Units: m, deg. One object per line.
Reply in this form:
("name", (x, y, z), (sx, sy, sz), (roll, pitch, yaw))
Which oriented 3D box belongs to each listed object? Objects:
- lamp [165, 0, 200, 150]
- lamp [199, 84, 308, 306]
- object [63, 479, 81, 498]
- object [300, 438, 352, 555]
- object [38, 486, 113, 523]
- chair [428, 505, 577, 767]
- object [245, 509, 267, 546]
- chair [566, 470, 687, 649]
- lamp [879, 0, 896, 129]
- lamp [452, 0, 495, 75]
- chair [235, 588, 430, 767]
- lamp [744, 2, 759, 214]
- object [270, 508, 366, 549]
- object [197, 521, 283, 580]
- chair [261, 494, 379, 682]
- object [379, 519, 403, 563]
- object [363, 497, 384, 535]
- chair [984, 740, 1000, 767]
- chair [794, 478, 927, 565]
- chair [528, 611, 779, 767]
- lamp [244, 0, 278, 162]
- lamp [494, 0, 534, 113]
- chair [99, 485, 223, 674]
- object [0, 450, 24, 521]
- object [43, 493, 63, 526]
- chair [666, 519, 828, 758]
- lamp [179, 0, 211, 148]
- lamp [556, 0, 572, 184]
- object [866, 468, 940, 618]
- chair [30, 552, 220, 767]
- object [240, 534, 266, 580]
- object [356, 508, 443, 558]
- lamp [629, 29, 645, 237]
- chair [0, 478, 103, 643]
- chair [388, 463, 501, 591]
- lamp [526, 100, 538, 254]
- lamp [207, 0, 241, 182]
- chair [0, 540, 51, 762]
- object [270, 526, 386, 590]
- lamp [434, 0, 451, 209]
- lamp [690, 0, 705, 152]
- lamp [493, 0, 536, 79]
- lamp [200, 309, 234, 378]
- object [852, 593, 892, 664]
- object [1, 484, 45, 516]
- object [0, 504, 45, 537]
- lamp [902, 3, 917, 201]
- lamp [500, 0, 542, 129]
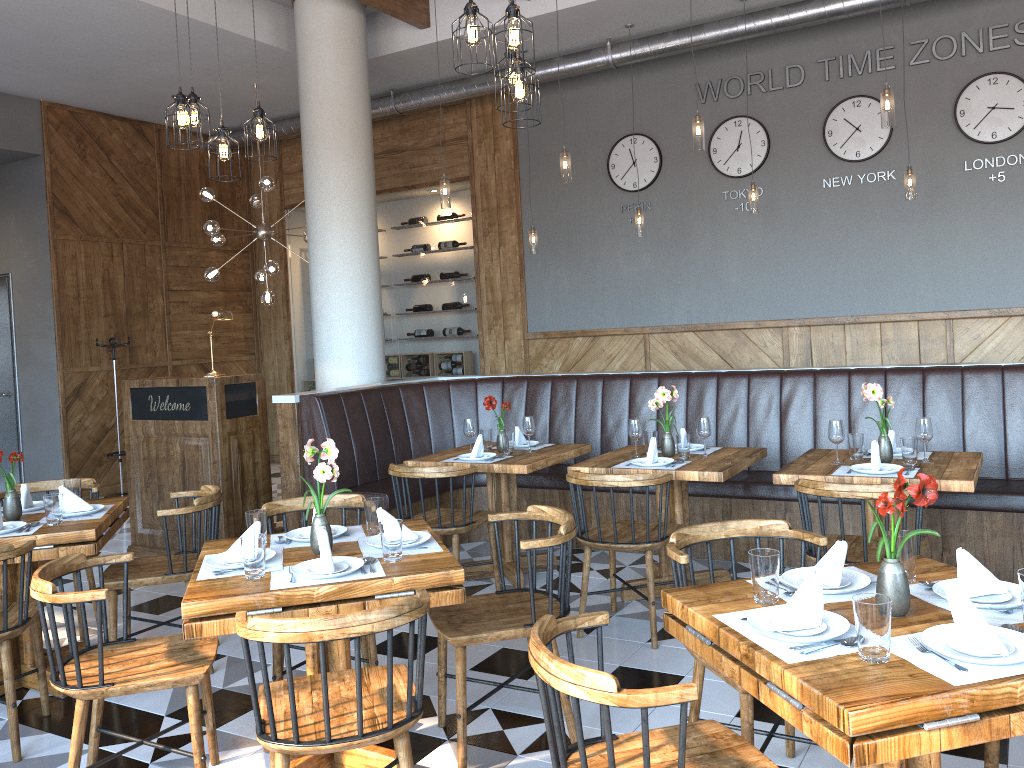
("lamp", (-1.897, -2.360, 4.949), (0.175, 2.069, 0.175), (-4, 1, -27))
("lamp", (-2.475, -1.868, 8.764), (1.187, 2.190, 1.162), (-3, 2, -8))
("object", (-2.147, 0.535, 4.336), (0.080, 0.132, 0.080), (-4, 2, -35))
("object", (-0.660, 0.394, 3.126), (0.206, 0.400, 0.146), (-2, 2, 42))
("object", (-2.038, 0.539, 4.139), (0.272, 0.137, 0.352), (-4, 3, -14))
("chair", (-0.021, 0.907, 3.278), (0.550, 0.816, 0.520), (-4, 2, -15))
("object", (-0.938, 0.535, 3.262), (0.080, 0.132, 0.080), (-5, 2, -44))
("chair", (0.572, 0.809, 4.375), (0.519, 0.816, 0.551), (-2, 2, 30))
("lamp", (2.183, -2.503, 5.245), (0.078, 1.962, 0.078), (-4, 1, -41))
("lamp", (-0.224, -2.447, 3.965), (0.175, 2.069, 0.175), (-3, 1, 14))
("chair", (-0.482, 0.979, 2.492), (0.520, 0.816, 0.550), (-4, 2, -15))
("lamp", (1.901, -2.355, 7.125), (0.078, 1.962, 0.078), (-4, 1, -25))
("object", (-0.742, 0.515, 3.374), (0.352, 0.137, 0.272), (-4, 3, -14))
("object", (-0.931, 0.545, 3.046), (0.272, 0.137, 0.352), (-4, 3, -14))
("chair", (-0.807, 0.921, 3.740), (0.520, 0.816, 0.550), (-4, 2, -15))
("object", (-0.402, 0.525, 2.960), (0.080, 0.132, 0.080), (-5, 2, -44))
("object", (-0.525, 0.506, 3.383), (0.080, 0.132, 0.080), (-5, 2, -44))
("chair", (1.581, 0.877, 2.337), (0.550, 0.816, 0.520), (-4, 2, -15))
("chair", (1.522, 0.791, 3.817), (0.519, 0.816, 0.551), (-2, 2, 30))
("chair", (0.335, 0.964, 2.013), (0.550, 0.816, 0.520), (-4, 2, -15))
("lamp", (-1.520, -2.350, 5.170), (0.175, 2.069, 0.175), (-2, 1, 41))
("lamp", (-0.042, -2.377, 4.301), (0.175, 2.069, 0.175), (-3, 1, -20))
("chair", (-1.651, 0.937, 4.236), (0.550, 0.816, 0.520), (-4, 2, -15))
("object", (-2.337, 0.450, 4.064), (0.171, 0.355, 0.156), (-3, 1, -12))
("object", (-2.024, 0.554, 3.913), (0.080, 0.132, 0.080), (-5, 2, -44))
("chair", (0.796, 0.892, 2.799), (0.520, 0.816, 0.550), (-4, 2, -15))
("lamp", (-1.903, -2.429, 5.157), (0.175, 2.069, 0.175), (-3, 1, -16))
("lamp", (0.337, -2.419, 6.332), (0.078, 1.962, 0.078), (-3, 1, 16))
("object", (0.966, 0.387, 2.168), (0.171, 0.355, 0.156), (-3, 1, -4))
("chair", (-1.267, 0.993, 2.954), (0.550, 0.816, 0.520), (-4, 2, -15))
("object", (-0.827, 0.555, 2.842), (0.080, 0.132, 0.080), (-5, 2, -44))
("object", (-0.414, 0.509, 3.188), (0.272, 0.137, 0.352), (-4, 3, -14))
("lamp", (1.054, -2.255, 7.627), (0.078, 1.962, 0.078), (-3, 1, 16))
("chair", (-2.460, 0.952, 4.700), (0.520, 0.816, 0.550), (-4, 2, -15))
("chair", (-0.378, 0.826, 4.933), (0.519, 0.816, 0.551), (-2, 2, 30))
("lamp", (0.152, -2.180, 8.160), (0.078, 1.962, 0.078), (-4, 1, -28))
("lamp", (-1.692, -2.202, 5.042), (0.175, 2.069, 0.175), (-3, 1, -16))
("chair", (-2.111, 1.009, 3.450), (0.520, 0.816, 0.550), (-4, 2, -15))
("object", (-0.602, 0.539, 2.860), (0.352, 0.137, 0.272), (-4, 3, -14))
("lamp", (-0.565, -2.344, 6.865), (0.078, 1.962, 0.078), (-4, 1, -28))
("lamp", (1.184, -2.519, 5.830), (0.078, 1.962, 0.078), (-4, 1, -25))
("lamp", (-0.038, -2.395, 3.866), (0.175, 2.069, 0.175), (-3, 1, 3))
("lamp", (-2.101, -0.163, 6.343), (0.170, 0.756, 0.446), (-3, 2, 6))
("object", (0.775, 0.525, 1.901), (0.080, 0.132, 0.080), (-2, 2, 35))
("object", (-2.367, 0.545, 4.325), (0.352, 0.137, 0.272), (-4, 3, -14))
("object", (-2.227, 0.569, 3.810), (0.352, 0.137, 0.272), (-4, 3, -14))
("lamp", (2.900, -2.340, 6.540), (0.078, 1.962, 0.078), (-2, 1, 38))
("lamp", (-0.010, -2.235, 4.083), (0.175, 2.069, 0.175), (-3, 1, 14))
